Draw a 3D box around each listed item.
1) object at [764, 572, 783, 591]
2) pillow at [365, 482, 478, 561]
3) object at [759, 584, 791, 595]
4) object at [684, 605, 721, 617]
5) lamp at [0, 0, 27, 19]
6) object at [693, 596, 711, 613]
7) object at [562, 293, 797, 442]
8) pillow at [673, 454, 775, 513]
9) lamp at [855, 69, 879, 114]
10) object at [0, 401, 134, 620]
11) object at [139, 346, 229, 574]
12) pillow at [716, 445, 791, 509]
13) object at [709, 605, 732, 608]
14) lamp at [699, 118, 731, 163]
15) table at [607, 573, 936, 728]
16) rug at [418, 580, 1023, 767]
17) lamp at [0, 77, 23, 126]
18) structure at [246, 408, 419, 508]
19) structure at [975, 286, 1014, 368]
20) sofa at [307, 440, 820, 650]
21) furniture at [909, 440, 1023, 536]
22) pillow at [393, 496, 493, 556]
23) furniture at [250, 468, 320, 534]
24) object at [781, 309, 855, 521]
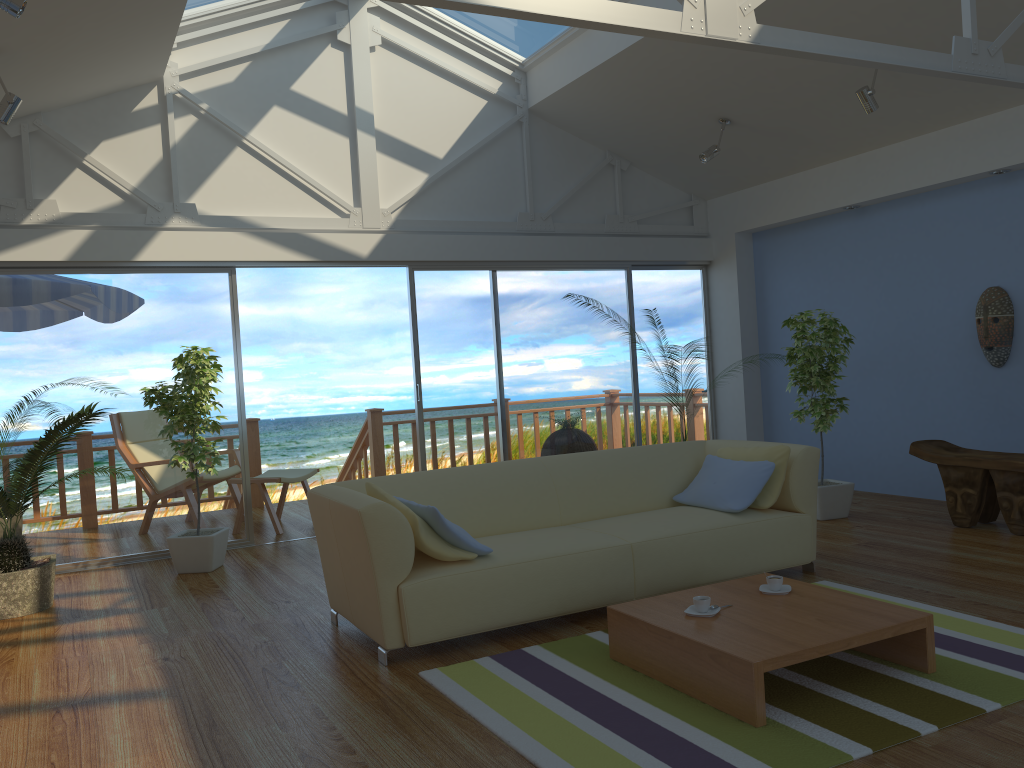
[{"bbox_3d":[1.019,0.756,3.429,0.062,0.077,0.086,-3,1,33],"label":"object"},{"bbox_3d":[-0.402,0.581,3.816,0.275,0.312,0.571,-4,1,-30],"label":"pillow"},{"bbox_3d":[1.016,0.795,3.422,0.118,0.016,0.118,-3,1,18],"label":"object"},{"bbox_3d":[0.686,0.819,3.193,0.118,0.016,0.118,-3,1,29],"label":"object"},{"bbox_3d":[-1.939,-1.532,3.274,0.254,0.327,0.118,-5,1,-44],"label":"lamp"},{"bbox_3d":[0.686,0.795,3.200,0.062,0.049,0.078,-3,1,9],"label":"object"},{"bbox_3d":[1.425,0.077,6.919,1.706,1.695,1.563,-4,1,-36],"label":"object"},{"bbox_3d":[1.076,0.513,4.574,0.272,0.244,0.566,-4,1,-25],"label":"pillow"},{"bbox_3d":[2.171,-1.814,5.362,0.195,0.351,0.127,-4,1,-9],"label":"lamp"},{"bbox_3d":[-2.810,0.682,4.758,1.413,1.093,1.488,-5,1,-44],"label":"object"},{"bbox_3d":[-1.955,0.456,5.539,0.699,1.409,0.495,-3,1,36],"label":"object"},{"bbox_3d":[1.190,0.468,4.620,0.201,0.311,0.559,-4,1,-27],"label":"pillow"},{"bbox_3d":[0.763,0.808,3.233,0.119,0.021,0.025,-4,1,-36],"label":"object"},{"bbox_3d":[1.508,-1.806,6.600,0.254,0.327,0.118,-4,1,-9],"label":"lamp"},{"bbox_3d":[0.901,0.910,3.187,0.800,0.198,0.800,-4,1,-27],"label":"table"},{"bbox_3d":[0.898,1.018,3.201,2.100,0.018,1.400,-4,1,-27],"label":"rug"},{"bbox_3d":[-2.596,-1.499,4.504,0.194,0.353,0.125,-5,1,-45],"label":"lamp"},{"bbox_3d":[-1.900,1.165,8.643,6.950,2.064,4.086,-4,1,-27],"label":"structure"},{"bbox_3d":[3.165,-0.374,5.861,0.115,0.541,0.254,-4,1,-27],"label":"structure"},{"bbox_3d":[0.323,0.681,4.339,2.448,0.597,0.950,-4,1,-27],"label":"sofa"},{"bbox_3d":[2.897,0.608,5.280,0.329,0.507,1.100,-4,1,-27],"label":"furniture"},{"bbox_3d":[-0.318,0.612,3.867,0.272,0.244,0.566,-4,1,-30],"label":"pillow"},{"bbox_3d":[-1.861,0.917,7.016,0.449,0.427,0.619,-3,1,18],"label":"furniture"},{"bbox_3d":[2.080,0.196,5.944,0.495,1.409,0.699,-3,1,16],"label":"object"}]
